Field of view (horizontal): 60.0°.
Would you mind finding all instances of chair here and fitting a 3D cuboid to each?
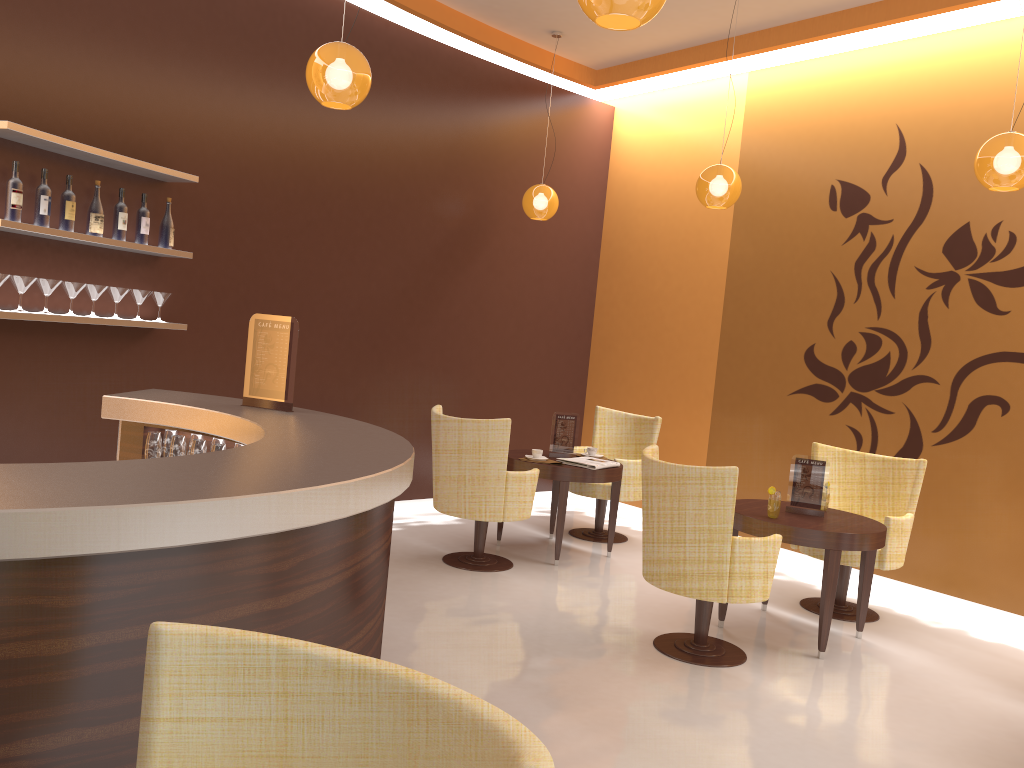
[{"bbox_3d":[0.978,0.871,4.549,0.685,1.017,0.729,4,3,-23],"label":"chair"},{"bbox_3d":[0.783,0.718,7.122,0.685,1.017,0.729,3,4,-40],"label":"chair"},{"bbox_3d":[-0.371,0.918,1.137,0.729,1.017,0.685,7,3,29],"label":"chair"},{"bbox_3d":[-0.213,0.686,5.873,0.685,1.017,0.729,3,4,-42],"label":"chair"},{"bbox_3d":[2.157,0.929,5.628,0.729,1.017,0.685,8,4,39],"label":"chair"}]

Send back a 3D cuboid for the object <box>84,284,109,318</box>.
[{"bbox_3d":[-2.259,-0.448,4.790,0.137,0.174,0.137,7,3,26],"label":"object"}]

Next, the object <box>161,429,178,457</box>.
[{"bbox_3d":[-1.505,0.276,3.905,0.067,0.148,0.067,3,4,-40],"label":"object"}]

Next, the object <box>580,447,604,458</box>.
[{"bbox_3d":[0.602,0.514,6.651,0.153,0.069,0.153,8,4,34],"label":"object"}]

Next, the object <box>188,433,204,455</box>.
[{"bbox_3d":[-1.375,0.291,3.861,0.067,0.148,0.067,3,4,-35],"label":"object"}]

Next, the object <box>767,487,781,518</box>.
[{"bbox_3d":[1.426,0.643,4.819,0.067,0.171,0.072,7,4,33],"label":"object"}]

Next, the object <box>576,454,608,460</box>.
[{"bbox_3d":[0.617,0.544,6.659,0.239,0.021,0.464,3,4,-43],"label":"object"}]

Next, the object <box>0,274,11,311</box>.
[{"bbox_3d":[-2.464,-0.439,4.214,0.137,0.174,0.137,6,3,15],"label":"object"}]

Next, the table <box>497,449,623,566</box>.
[{"bbox_3d":[0.335,0.880,6.445,0.872,0.679,0.874,5,3,-3],"label":"table"}]

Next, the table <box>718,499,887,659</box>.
[{"bbox_3d":[1.617,1.078,5.037,0.872,0.679,0.874,5,3,-8],"label":"table"}]

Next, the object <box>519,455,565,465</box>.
[{"bbox_3d":[0.159,0.524,6.193,0.239,0.021,0.464,4,3,-26],"label":"object"}]

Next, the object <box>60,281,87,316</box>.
[{"bbox_3d":[-2.309,-0.446,4.652,0.137,0.174,0.137,7,3,26],"label":"object"}]

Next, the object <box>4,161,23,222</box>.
[{"bbox_3d":[-2.385,-0.918,4.249,0.073,0.297,0.073,5,3,-2],"label":"object"}]

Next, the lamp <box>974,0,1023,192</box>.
[{"bbox_3d":[2.555,-1.728,4.438,0.299,1.500,0.299,5,3,-14],"label":"lamp"}]

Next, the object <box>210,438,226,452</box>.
[{"bbox_3d":[-1.260,0.306,3.795,0.067,0.148,0.067,7,3,27],"label":"object"}]

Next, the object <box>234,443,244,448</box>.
[{"bbox_3d":[-1.138,0.322,3.714,0.067,0.148,0.067,4,3,-22],"label":"object"}]

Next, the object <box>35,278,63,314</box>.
[{"bbox_3d":[-2.366,-0.445,4.508,0.137,0.174,0.137,7,3,26],"label":"object"}]

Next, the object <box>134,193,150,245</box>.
[{"bbox_3d":[-2.092,-0.930,5.026,0.073,0.297,0.073,5,3,-2],"label":"object"}]

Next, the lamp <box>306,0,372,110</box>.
[{"bbox_3d":[-0.737,-2.027,4.049,0.299,1.500,0.299,4,3,-21],"label":"lamp"}]

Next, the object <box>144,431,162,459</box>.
[{"bbox_3d":[-1.536,0.279,3.795,0.067,0.148,0.067,5,3,-14],"label":"object"}]

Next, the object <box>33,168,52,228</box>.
[{"bbox_3d":[-2.333,-0.921,4.412,0.073,0.297,0.073,5,3,-2],"label":"object"}]

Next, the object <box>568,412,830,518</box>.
[{"bbox_3d":[1.059,0.477,5.742,0.187,0.335,2.090,3,4,-43],"label":"object"}]

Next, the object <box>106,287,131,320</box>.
[{"bbox_3d":[-2.199,-0.449,4.931,0.137,0.174,0.137,7,3,26],"label":"object"}]

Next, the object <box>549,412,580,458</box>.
[{"bbox_3d":[0.384,0.373,6.469,0.209,0.335,0.042,5,3,-16],"label":"object"}]

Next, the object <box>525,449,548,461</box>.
[{"bbox_3d":[0.174,0.495,6.206,0.153,0.069,0.153,5,3,-13],"label":"object"}]

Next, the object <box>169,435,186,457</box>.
[{"bbox_3d":[-1.416,0.293,3.755,0.067,0.148,0.067,3,4,-35],"label":"object"}]

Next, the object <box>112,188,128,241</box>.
[{"bbox_3d":[-2.155,-0.928,4.881,0.073,0.297,0.073,5,3,-2],"label":"object"}]

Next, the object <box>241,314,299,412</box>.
[{"bbox_3d":[-1.063,-0.097,3.909,0.258,0.414,0.052,7,3,19],"label":"object"}]

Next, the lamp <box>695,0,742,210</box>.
[{"bbox_3d":[1.424,-1.910,5.826,0.299,1.500,0.299,6,3,3],"label":"lamp"}]

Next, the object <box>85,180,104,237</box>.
[{"bbox_3d":[-2.222,-0.933,4.736,0.086,0.303,0.086,8,4,34],"label":"object"}]

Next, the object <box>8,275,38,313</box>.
[{"bbox_3d":[-2.415,-0.442,4.361,0.137,0.174,0.137,6,3,15],"label":"object"}]

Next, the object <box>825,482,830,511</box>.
[{"bbox_3d":[1.846,0.662,5.248,0.067,0.171,0.072,6,3,8],"label":"object"}]

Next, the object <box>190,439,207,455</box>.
[{"bbox_3d":[-1.306,0.306,3.692,0.067,0.148,0.067,4,3,-32],"label":"object"}]

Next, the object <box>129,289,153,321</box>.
[{"bbox_3d":[-2.134,-0.451,5.074,0.137,0.174,0.137,5,3,-15],"label":"object"}]

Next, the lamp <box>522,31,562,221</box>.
[{"bbox_3d":[0.292,-2.093,7.214,0.299,1.500,0.299,3,4,-39],"label":"lamp"}]

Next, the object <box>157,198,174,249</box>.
[{"bbox_3d":[-2.017,-0.936,5.186,0.086,0.303,0.086,4,3,-25],"label":"object"}]

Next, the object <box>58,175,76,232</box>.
[{"bbox_3d":[-2.284,-0.924,4.560,0.073,0.297,0.073,3,4,-42],"label":"object"}]

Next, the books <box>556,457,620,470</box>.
[{"bbox_3d":[0.542,0.552,6.232,0.345,0.035,0.367,8,4,40],"label":"books"}]

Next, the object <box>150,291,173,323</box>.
[{"bbox_3d":[-2.072,-0.452,5.217,0.137,0.174,0.137,7,3,26],"label":"object"}]

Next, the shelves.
[{"bbox_3d":[-2.482,-0.708,2.985,0.586,0.902,4.744,6,3,8],"label":"shelves"}]

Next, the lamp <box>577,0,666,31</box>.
[{"bbox_3d":[0.395,-1.845,2.661,0.299,1.500,0.299,7,3,28],"label":"lamp"}]

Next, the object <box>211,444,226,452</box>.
[{"bbox_3d":[-1.201,0.320,3.620,0.067,0.148,0.067,8,4,37],"label":"object"}]

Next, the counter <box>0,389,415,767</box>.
[{"bbox_3d":[-1.170,0.710,2.839,1.586,1.100,2.917,6,3,6],"label":"counter"}]
